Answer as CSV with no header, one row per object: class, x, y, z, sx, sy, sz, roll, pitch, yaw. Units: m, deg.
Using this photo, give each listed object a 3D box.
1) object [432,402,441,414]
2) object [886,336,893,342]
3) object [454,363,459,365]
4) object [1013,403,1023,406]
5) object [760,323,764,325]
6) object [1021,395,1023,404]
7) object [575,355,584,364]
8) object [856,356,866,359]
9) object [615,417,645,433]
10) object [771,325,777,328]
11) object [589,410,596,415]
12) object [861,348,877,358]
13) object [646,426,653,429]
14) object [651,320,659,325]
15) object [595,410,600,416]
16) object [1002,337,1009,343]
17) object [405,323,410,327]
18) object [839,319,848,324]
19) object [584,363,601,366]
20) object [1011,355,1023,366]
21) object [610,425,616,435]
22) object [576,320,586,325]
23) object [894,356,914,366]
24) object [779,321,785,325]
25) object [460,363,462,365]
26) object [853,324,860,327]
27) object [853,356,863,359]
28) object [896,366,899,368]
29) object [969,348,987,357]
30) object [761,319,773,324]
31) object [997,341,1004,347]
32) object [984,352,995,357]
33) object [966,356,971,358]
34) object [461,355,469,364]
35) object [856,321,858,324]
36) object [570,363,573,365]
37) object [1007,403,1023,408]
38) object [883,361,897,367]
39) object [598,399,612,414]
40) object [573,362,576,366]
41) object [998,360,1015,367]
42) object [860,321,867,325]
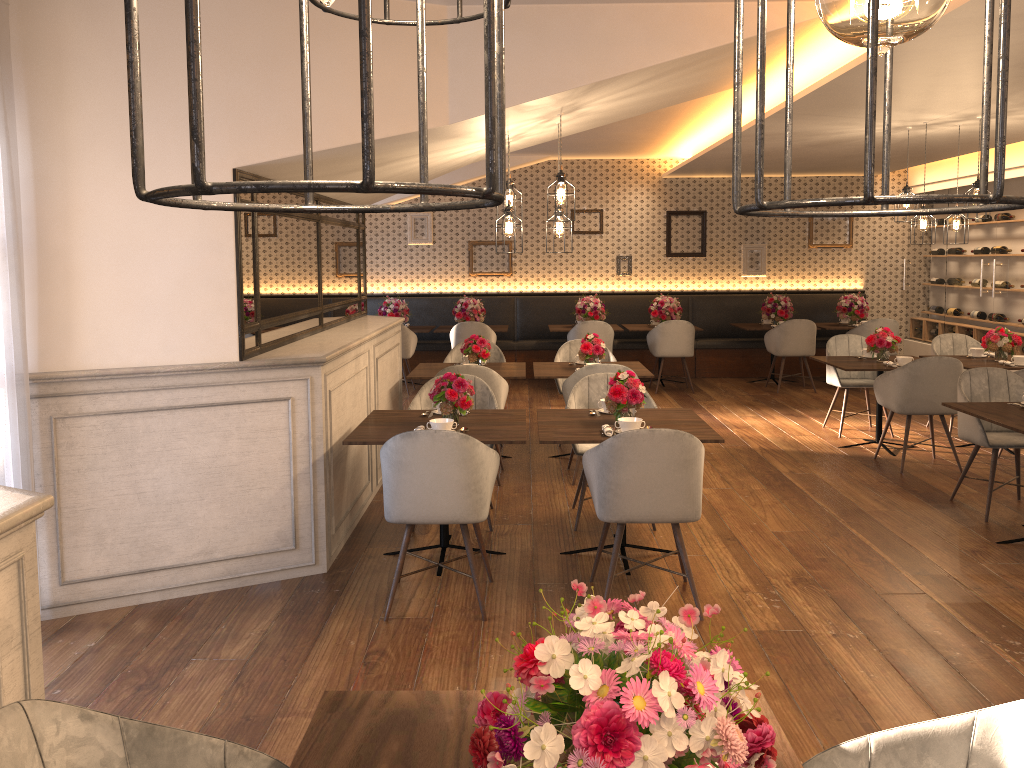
object,-0.380,0.133,5.060,0.148,0.072,0.149,-5,9,-31
object,3.078,-0.367,7.262,0.046,0.052,0.077,-5,9,-37
object,-0.461,-0.166,7.358,0.043,0.015,0.198,-1,8,-3
object,2.970,0.128,5.132,0.022,0.004,0.212,0,8,1
object,3.221,-0.773,11.419,0.022,0.004,0.212,0,8,1
object,3.048,0.090,5.154,0.148,0.072,0.149,-3,8,-21
object,0.597,-0.204,7.359,0.148,0.072,0.149,-5,9,-31
object,3.005,-0.225,7.602,0.022,0.004,0.212,0,8,1
object,0.592,0.213,4.439,0.148,0.072,0.149,-5,9,-31
object,3.213,-0.707,10.837,0.056,0.039,0.176,0,8,1
object,0.452,0.159,5.031,0.043,0.015,0.198,-1,8,-3
object,3.083,-0.264,7.624,0.148,0.072,0.149,-3,8,-21
object,0.698,0.238,4.460,0.043,0.015,0.198,0,8,5
object,1.871,-0.802,11.462,0.148,0.072,0.149,-7,10,-41
object,0.487,0.165,5.024,0.022,0.004,0.212,0,8,1
object,4.003,-0.360,7.218,0.048,0.052,0.077,-3,7,-20
object,-1.362,-0.764,11.511,0.056,0.039,0.176,0,8,1
object,4.301,-0.818,11.426,0.148,0.072,0.149,7,10,43
object,0.625,-0.118,6.752,0.148,0.072,0.149,-5,9,-31
object,4.029,-0.183,7.004,0.148,0.072,0.149,-3,8,-21
object,0.513,0.236,4.452,0.025,0.024,0.194,0,8,1
object,0.900,-0.796,11.476,0.148,0.072,0.149,-7,10,-41
object,3.110,-0.177,7.017,0.148,0.072,0.149,-3,8,-21
object,3.327,-0.725,10.834,0.148,0.072,0.149,7,10,43
object,-0.426,-0.160,7.351,0.022,0.004,0.212,0,8,1
object,4.214,-0.714,10.822,0.056,0.039,0.176,0,8,1
object,2.969,-0.232,7.609,0.043,0.015,0.198,-1,8,-3
object,3.031,-0.154,7.030,0.025,0.024,0.194,0,8,1
object,4.001,-0.270,7.611,0.148,0.072,0.149,-3,8,-21
object,3.299,-0.811,11.441,0.148,0.072,0.149,-7,10,-41
object,3.980,-0.331,7.233,0.049,0.051,0.078,1,7,11
object,4.115,-0.254,7.611,0.056,0.039,0.176,0,8,1
object,3.896,-0.238,7.595,0.043,0.015,0.198,0,8,5
object,-0.348,-0.198,7.373,0.148,0.072,0.149,-5,9,-31
object,4.415,-0.802,11.426,0.056,0.039,0.176,0,8,1
object,0.484,-0.172,7.344,0.043,0.015,0.198,-1,8,-3
object,2.934,0.122,5.139,0.043,0.015,0.198,-1,8,-3
object,2.996,-0.160,7.020,0.056,0.039,0.176,0,8,1
object,0.565,0.127,5.046,0.148,0.072,0.149,-5,9,-31
object,0.519,-0.166,7.337,0.022,0.004,0.212,0,8,1
object,3.915,-0.166,7.006,0.056,0.039,0.176,0,8,1
object,4.328,-0.731,10.819,0.148,0.072,0.149,-7,10,-41
